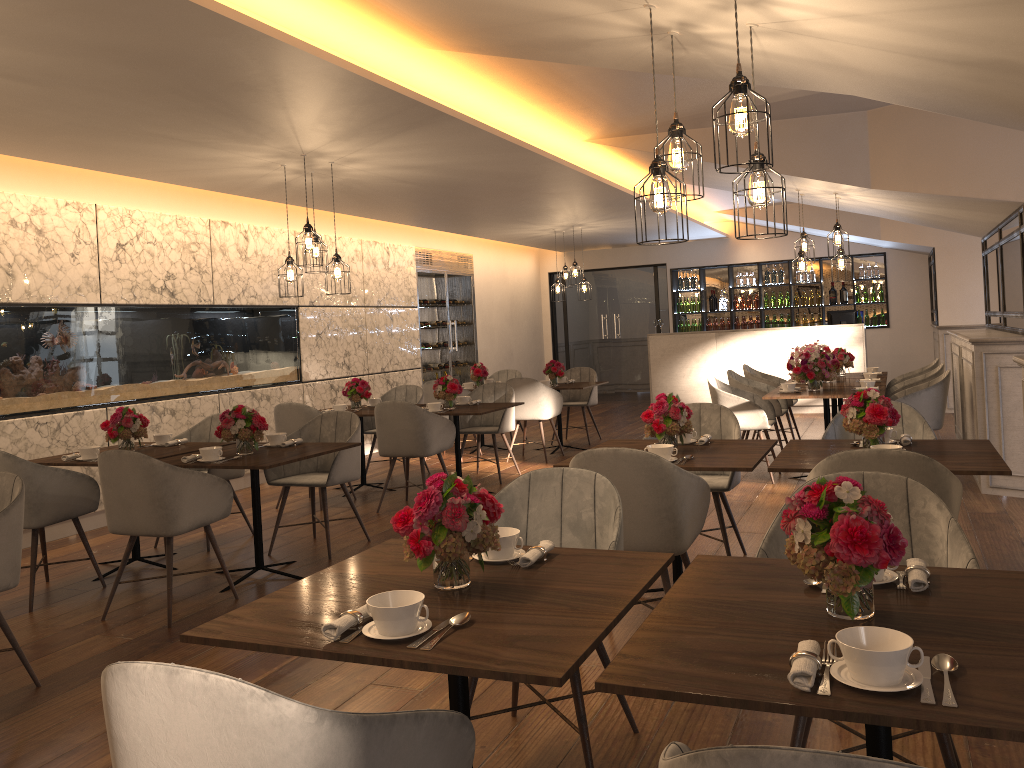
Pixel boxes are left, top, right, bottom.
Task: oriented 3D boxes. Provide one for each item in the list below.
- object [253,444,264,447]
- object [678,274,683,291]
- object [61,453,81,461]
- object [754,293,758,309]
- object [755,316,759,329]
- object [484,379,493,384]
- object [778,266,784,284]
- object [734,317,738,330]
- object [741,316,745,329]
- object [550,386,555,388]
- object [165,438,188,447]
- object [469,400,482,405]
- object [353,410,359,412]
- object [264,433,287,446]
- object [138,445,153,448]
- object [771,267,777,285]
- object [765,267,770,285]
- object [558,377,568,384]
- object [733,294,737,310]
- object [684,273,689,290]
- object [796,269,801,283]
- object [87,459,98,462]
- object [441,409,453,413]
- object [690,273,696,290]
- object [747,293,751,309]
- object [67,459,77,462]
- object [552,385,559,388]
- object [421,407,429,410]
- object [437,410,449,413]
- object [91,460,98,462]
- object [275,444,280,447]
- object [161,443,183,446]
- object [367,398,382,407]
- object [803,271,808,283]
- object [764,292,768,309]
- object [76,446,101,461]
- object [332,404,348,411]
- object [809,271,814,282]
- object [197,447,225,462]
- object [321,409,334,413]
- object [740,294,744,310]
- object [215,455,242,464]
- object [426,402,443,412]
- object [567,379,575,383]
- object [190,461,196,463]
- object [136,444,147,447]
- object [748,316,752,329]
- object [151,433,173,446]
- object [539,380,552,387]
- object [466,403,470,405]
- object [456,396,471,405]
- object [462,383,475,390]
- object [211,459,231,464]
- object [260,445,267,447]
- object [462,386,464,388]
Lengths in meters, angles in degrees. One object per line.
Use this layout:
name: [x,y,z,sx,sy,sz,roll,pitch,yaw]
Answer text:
object: [-1.557,0.376,5.471,0.043,0.015,0.198,-2,4,20]
object: [2.787,-1.698,14.667,0.075,0.310,0.075,-3,0,-41]
object: [-2.602,0.431,5.281,0.056,0.039,0.176,-2,3,24]
object: [3.919,-1.335,14.221,0.065,0.261,0.066,-3,0,2]
object: [3.938,-0.973,14.221,0.065,0.261,0.066,-3,0,2]
object: [-0.277,-0.021,10.464,0.148,0.072,0.148,-6,4,-44]
object: [4.258,-1.737,14.029,0.075,0.310,0.075,-3,0,34]
object: [3.634,-0.964,14.353,0.065,0.261,0.066,-3,0,2]
object: [3.735,-0.967,14.309,0.065,0.261,0.066,-3,0,2]
object: [0.440,0.032,9.519,0.022,0.004,0.211,-2,4,23]
object: [-2.184,0.380,5.764,0.056,0.039,0.176,-2,3,24]
object: [-0.321,0.161,7.761,0.056,0.039,0.176,-2,3,24]
object: [-1.364,0.239,7.571,0.043,0.015,0.198,-2,4,20]
object: [-1.448,0.343,5.444,0.148,0.072,0.148,-3,3,1]
object: [-2.370,0.404,5.816,0.022,0.004,0.211,-2,4,23]
object: [4.163,-1.735,14.071,0.075,0.310,0.075,-3,0,34]
object: [4.067,-1.732,14.112,0.075,0.310,0.075,-3,0,-34]
object: [0.565,-0.044,10.098,0.148,0.072,0.148,-6,4,-44]
object: [3.615,-1.327,14.353,0.065,0.261,0.066,-3,0,2]
object: [2.883,-1.700,14.626,0.075,0.310,0.075,-3,0,-23]
object: [4.503,-1.706,13.925,0.070,0.235,0.041,-3,0,23]
object: [-2.415,0.442,5.229,0.022,0.004,0.211,-2,4,23]
object: [-0.522,0.217,7.206,0.043,0.015,0.198,-2,4,20]
object: [2.978,-1.703,14.585,0.075,0.310,0.075,-3,0,-20]
object: [3.818,-1.332,14.265,0.065,0.261,0.066,-3,0,2]
object: [-2.566,0.436,5.276,0.025,0.024,0.193,-2,3,24]
object: [0.470,0.026,9.498,0.043,0.015,0.198,-2,4,20]
object: [-0.738,0.212,7.278,0.056,0.039,0.176,-2,3,24]
object: [-0.551,0.223,7.226,0.022,0.004,0.211,-2,4,23]
object: [-2.392,0.436,5.212,0.043,0.015,0.198,-1,4,27]
object: [-1.377,0.366,5.404,0.025,0.024,0.193,-2,3,24]
object: [-2.219,0.388,5.769,0.025,0.024,0.193,-2,3,24]
object: [-1.268,0.169,8.171,0.148,0.072,0.148,-4,3,-24]
object: [4.595,-1.708,13.885,0.070,0.235,0.041,-3,0,23]
object: [4.057,-1.338,14.161,0.065,0.261,0.066,-3,0,2]
object: [-2.498,0.411,5.236,0.148,0.072,0.148,-3,3,1]
object: [-1.477,0.215,7.598,0.148,0.072,0.148,-4,3,-24]
object: [4.687,-1.711,13.845,0.070,0.235,0.041,-3,0,23]
object: [-1.656,0.388,4.871,0.148,0.072,0.148,-3,3,1]
object: [-1.580,0.235,7.643,0.056,0.039,0.176,-2,3,24]
object: [3.716,-1.329,14.309,0.065,0.261,0.066,-3,0,2]
object: [-1.543,0.413,4.844,0.043,0.015,0.198,-2,4,20]
object: [-0.635,0.192,7.233,0.148,0.072,0.148,-4,3,-24]
object: [0.671,-0.030,10.053,0.056,0.039,0.176,-2,3,24]
object: [-1.724,0.414,4.911,0.025,0.024,0.193,-2,3,24]
object: [-2.399,0.399,5.836,0.043,0.015,0.198,-2,4,20]
object: [3.837,-0.970,14.265,0.065,0.261,0.066,-3,0,2]
object: [-2.290,0.366,5.809,0.148,0.072,0.148,-3,3,1]
object: [0.357,0.002,9.525,0.148,0.072,0.148,-4,3,-24]
object: [-0.356,0.169,7.765,0.025,0.024,0.193,-2,3,24]
object: [-0.426,0.147,7.806,0.148,0.072,0.148,-4,3,-24]
object: [-0.485,0.024,9.891,0.148,0.072,0.148,-4,3,-24]
object: [-1.572,0.419,4.864,0.022,0.004,0.211,-2,4,23]
object: [-1.528,0.381,5.451,0.022,0.004,0.211,-2,4,23]
object: [-0.589,0.044,9.936,0.056,0.039,0.176,-2,3,24]
